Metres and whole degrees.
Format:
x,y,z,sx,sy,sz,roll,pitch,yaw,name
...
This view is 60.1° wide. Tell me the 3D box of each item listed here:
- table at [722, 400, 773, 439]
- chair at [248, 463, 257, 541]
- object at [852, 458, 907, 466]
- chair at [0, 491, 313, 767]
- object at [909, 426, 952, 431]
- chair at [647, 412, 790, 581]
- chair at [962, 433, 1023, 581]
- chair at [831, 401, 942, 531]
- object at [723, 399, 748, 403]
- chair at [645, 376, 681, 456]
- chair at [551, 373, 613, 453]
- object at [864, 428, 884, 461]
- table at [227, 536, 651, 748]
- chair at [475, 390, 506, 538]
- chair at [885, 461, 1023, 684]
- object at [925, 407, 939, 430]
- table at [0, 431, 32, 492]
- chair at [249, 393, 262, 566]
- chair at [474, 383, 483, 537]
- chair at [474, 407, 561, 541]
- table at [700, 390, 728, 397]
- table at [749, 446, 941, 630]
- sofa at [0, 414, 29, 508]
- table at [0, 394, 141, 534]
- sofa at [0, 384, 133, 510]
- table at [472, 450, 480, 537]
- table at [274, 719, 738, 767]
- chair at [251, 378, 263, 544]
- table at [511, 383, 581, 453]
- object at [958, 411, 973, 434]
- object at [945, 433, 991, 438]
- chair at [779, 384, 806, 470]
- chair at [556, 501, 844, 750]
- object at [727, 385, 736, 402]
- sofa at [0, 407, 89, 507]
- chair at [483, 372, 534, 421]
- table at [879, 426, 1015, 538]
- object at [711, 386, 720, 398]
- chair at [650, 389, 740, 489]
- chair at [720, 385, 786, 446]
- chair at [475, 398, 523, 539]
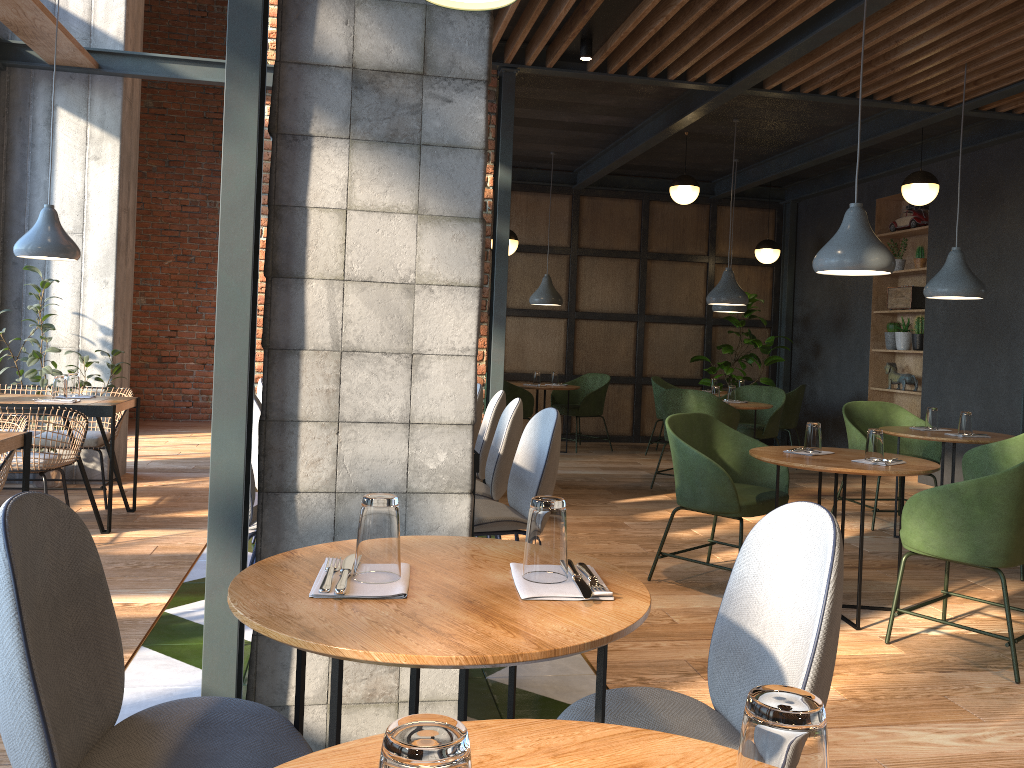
x,y,z,sx,sy,sz,roll,pitch,yaw,name
1.792,0.502,7.553,0.808,0.687,0.807,3,2,31,table
-0.892,0.509,3.424,0.507,0.887,0.418,2,1,-14,chair
1.597,0.333,3.865,0.242,0.019,0.158,0,4,-41,object
-0.575,0.625,1.454,0.507,0.887,0.418,2,1,-9,chair
2.681,0.284,5.653,0.242,0.019,0.158,2,3,-11,object
1.055,0.573,4.369,0.515,0.818,0.638,3,2,44,chair
2.876,0.616,4.947,0.638,0.818,0.515,2,1,-16,chair
2.587,0.546,6.077,0.638,0.818,0.515,2,1,-11,chair
1.928,0.149,7.664,0.243,0.019,0.157,5,4,44,object
1.733,0.340,9.363,0.515,0.818,0.638,3,1,21,chair
0.729,0.291,9.510,0.514,0.818,0.639,2,1,-36,chair
1.593,0.266,3.891,0.080,0.138,0.080,2,1,-28,object
-0.132,0.710,1.509,0.699,0.747,0.700,2,2,0,table
-0.299,0.467,4.693,0.507,0.887,0.418,2,1,-4,chair
1.870,0.649,3.536,0.638,0.818,0.515,1,1,-41,chair
2.668,0.219,5.626,0.080,0.138,0.080,3,1,41,object
-2.536,0.547,3.178,1.271,0.706,0.659,2,2,-11,table
-0.958,0.477,3.995,0.507,0.887,0.418,2,1,-14,chair
-0.438,0.434,5.224,0.507,0.887,0.418,2,1,-14,chair
-0.071,0.535,3.568,0.507,0.887,0.418,2,1,-14,chair
2.178,0.434,9.157,0.807,0.687,0.808,2,2,-10,table
1.475,0.675,4.004,0.808,0.687,0.807,3,2,20,table
-2.638,0.500,3.731,1.091,0.733,0.471,2,1,-11,sofa
-2.887,0.434,5.068,1.271,0.706,0.659,2,2,-11,table
-2.989,0.387,5.625,1.091,0.733,0.471,2,1,-11,sofa
-0.701,0.531,4.323,0.658,0.765,2.776,2,3,-11,table
0.031,0.762,0.632,0.700,0.747,0.699,3,2,32,table
-1.186,0.416,4.991,0.507,0.887,0.418,2,1,-4,chair
0.293,0.356,9.192,0.808,0.687,0.807,3,2,29,table
2.738,0.236,5.347,0.080,0.138,0.080,3,1,41,object
2.729,0.303,5.322,0.242,0.019,0.158,2,3,-11,object
2.667,0.400,8.926,0.515,0.818,0.638,3,1,26,chair
0.307,0.654,1.585,0.507,0.887,0.418,2,1,-4,chair
1.900,0.081,7.661,0.080,0.138,0.080,3,1,27,object
-2.784,0.454,4.514,1.091,0.733,0.471,2,1,-11,sofa
-0.098,0.290,8.894,0.514,0.818,0.639,2,1,-36,chair
2.690,0.647,5.476,0.808,0.687,0.807,4,2,39,table
1.710,0.085,7.445,0.080,0.138,0.080,3,1,27,object
1.492,0.445,7.164,0.639,0.818,0.515,3,1,34,chair
2.131,0.428,7.973,0.639,0.818,0.515,3,1,39,chair
-0.216,0.500,4.125,0.507,0.887,0.418,2,1,-4,chair
